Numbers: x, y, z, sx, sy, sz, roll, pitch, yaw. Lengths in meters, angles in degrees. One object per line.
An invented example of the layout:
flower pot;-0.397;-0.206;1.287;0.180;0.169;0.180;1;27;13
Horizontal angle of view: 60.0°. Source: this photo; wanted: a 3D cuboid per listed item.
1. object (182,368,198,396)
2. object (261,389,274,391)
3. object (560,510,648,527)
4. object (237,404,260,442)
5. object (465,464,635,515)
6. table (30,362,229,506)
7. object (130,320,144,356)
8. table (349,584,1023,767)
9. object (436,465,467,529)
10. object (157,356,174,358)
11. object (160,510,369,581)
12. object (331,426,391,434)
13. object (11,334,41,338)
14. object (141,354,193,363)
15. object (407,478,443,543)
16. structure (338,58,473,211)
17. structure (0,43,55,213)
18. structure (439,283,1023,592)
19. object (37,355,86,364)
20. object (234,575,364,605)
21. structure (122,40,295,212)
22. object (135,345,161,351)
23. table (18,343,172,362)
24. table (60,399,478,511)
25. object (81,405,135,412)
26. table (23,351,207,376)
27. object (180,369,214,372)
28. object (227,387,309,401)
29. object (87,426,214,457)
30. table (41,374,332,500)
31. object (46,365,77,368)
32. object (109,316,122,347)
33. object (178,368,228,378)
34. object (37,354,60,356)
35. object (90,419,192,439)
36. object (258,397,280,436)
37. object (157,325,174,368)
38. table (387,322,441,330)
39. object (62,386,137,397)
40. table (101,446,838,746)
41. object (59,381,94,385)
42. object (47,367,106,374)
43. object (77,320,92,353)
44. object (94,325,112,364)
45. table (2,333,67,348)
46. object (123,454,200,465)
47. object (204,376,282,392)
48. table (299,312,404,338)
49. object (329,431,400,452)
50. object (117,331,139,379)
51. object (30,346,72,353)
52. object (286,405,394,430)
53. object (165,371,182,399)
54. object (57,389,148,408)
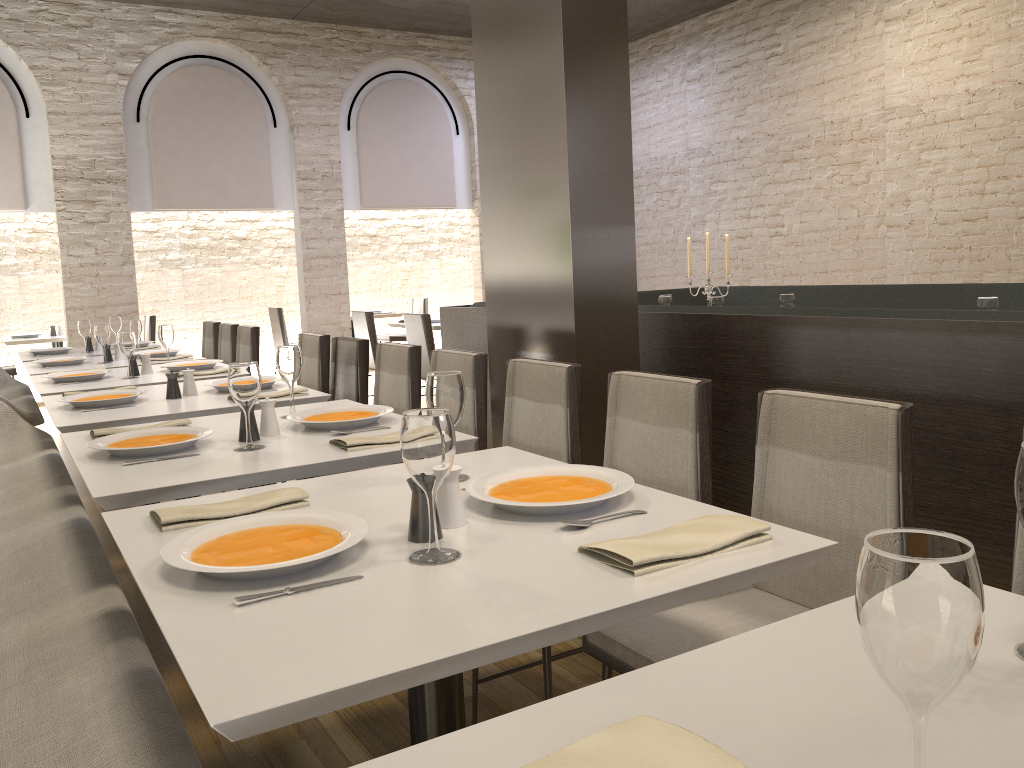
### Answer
object;-1.298;-0.010;3.561;0.059;0.109;0.059;-7;7;-38
object;-1.025;0.028;3.535;0.182;0.015;0.038;-7;8;-29
object;0.162;0.230;1.530;0.182;0.015;0.038;-7;8;-29
object;-0.739;0.103;2.480;0.059;0.109;0.059;-7;7;-38
object;0.072;0.206;1.689;0.322;0.036;0.323;4;10;42
table;-1.894;0.327;4.558;0.938;0.757;1.013;-6;8;-30
object;-2.447;-0.303;5.794;0.086;0.230;0.086;-3;5;0
table;0.454;0.726;0.592;0.938;0.757;1.013;-6;8;-30
object;-0.111;0.192;1.556;0.059;0.109;0.059;-7;7;-38
object;-2.155;-0.164;5.444;0.182;0.015;0.038;-7;8;-29
object;-0.391;0.263;1.420;0.322;0.036;0.323;4;10;42
object;-0.429;0.129;2.528;0.182;0.015;0.038;-7;8;-29
object;-4.964;-0.496;9.051;0.273;0.033;0.143;-7;8;-30
object;-2.062;-0.150;5.294;0.273;0.033;0.143;-7;8;-30
object;-0.148;0.204;1.481;0.059;0.109;0.059;-7;7;-38
structure;-1.202;-2.798;9.925;1.636;1.669;0.098;-6;6;-30
structure;-4.968;-2.331;7.718;1.636;1.669;0.098;-6;6;-30
structure;3.301;0.312;1.805;2.376;0.997;10.772;-7;8;-30
object;-2.865;-0.156;5.638;0.273;0.033;0.143;-7;8;-30
object;-0.300;0.289;1.261;0.185;0.010;0.017;-7;8;-30
structure;-3.025;-2.572;8.857;1.636;1.669;0.098;-6;6;-30
object;-2.642;-0.249;6.274;0.273;0.033;0.143;-7;8;-30
table;-3.035;0.133;6.486;0.938;0.757;1.013;-6;8;-30
table;-0.729;0.525;2.590;0.938;0.757;1.013;-6;8;-30
object;-1.487;0.087;3.266;0.185;0.010;0.017;-7;8;-30
table;-2.455;0.231;5.506;0.938;0.757;1.013;-6;8;-30
object;-1.594;-0.069;4.496;0.182;0.015;0.038;-7;8;-29
object;-0.932;0.042;3.385;0.273;0.033;0.143;-7;8;-30
object;-0.981;0.162;2.418;0.321;0.036;0.323;3;9;37
table;-1.325;0.424;3.597;0.938;0.757;1.013;-6;8;-30
object;-2.617;-0.105;5.175;0.185;0.010;0.017;-7;8;-30
object;-3.021;-0.400;6.763;0.086;0.230;0.086;-3;5;0
object;-1.501;-0.055;4.346;0.273;0.033;0.143;-7;8;-30
object;-3.197;-0.204;6.155;0.185;0.010;0.017;-7;8;-30
object;-1.140;0.138;2.722;0.273;0.033;0.143;-7;8;-30
object;-0.702;0.092;2.554;0.059;0.109;0.059;-7;7;-38
object;-1.889;-0.208;4.851;0.086;0.230;0.086;-3;5;0
table;-0.499;-0.203;8.144;0.938;0.757;1.013;-6;8;-30
object;-1.735;0.036;3.728;0.273;0.033;0.143;-7;8;-30
table;-0.138;0.626;1.592;0.938;0.757;1.013;-6;8;-30
object;-2.056;-0.009;4.227;0.185;0.010;0.017;-7;8;-30
object;-2.304;-0.061;4.689;0.273;0.033;0.143;-7;8;-30
object;-3.009;-0.334;6.245;0.086;0.230;0.086;-3;5;0
object;-2.436;-0.236;5.276;0.086;0.230;0.086;-3;5;0
table;-4.553;-0.109;8.920;0.938;0.757;1.013;-6;8;-30
object;-0.891;0.189;2.259;0.185;0.010;0.017;-7;8;-30
object;-1.114;0.004;3.694;0.321;0.036;0.323;3;9;37
table;-1.887;-0.438;10.482;0.938;0.757;1.013;-6;8;-30
object;-0.336;0.143;2.378;0.273;0.033;0.143;-7;8;-30
object;-1.878;-0.142;4.333;0.086;0.230;0.086;-3;5;0
object;-3.445;-0.255;6.618;0.273;0.033;0.143;-7;8;-30
object;-0.518;0.105;2.687;0.321;0.036;0.323;3;9;37
object;-1.335;0.002;3.486;0.059;0.109;0.059;-7;7;-38
object;-1.577;0.061;3.425;0.321;0.036;0.323;3;9;37
